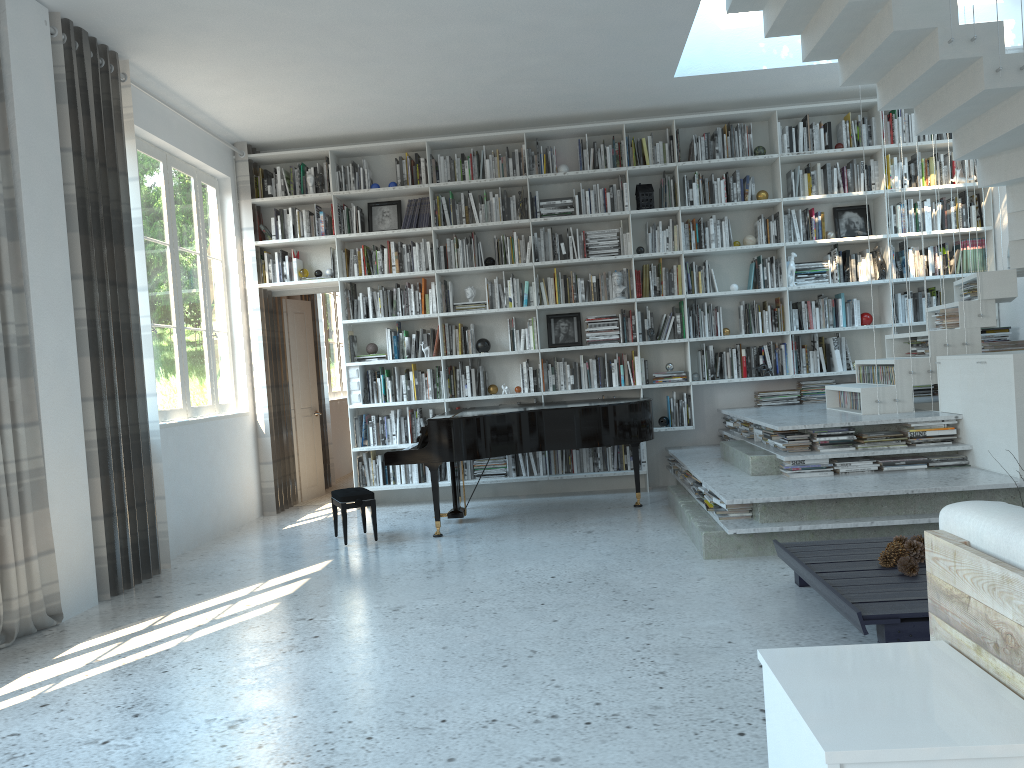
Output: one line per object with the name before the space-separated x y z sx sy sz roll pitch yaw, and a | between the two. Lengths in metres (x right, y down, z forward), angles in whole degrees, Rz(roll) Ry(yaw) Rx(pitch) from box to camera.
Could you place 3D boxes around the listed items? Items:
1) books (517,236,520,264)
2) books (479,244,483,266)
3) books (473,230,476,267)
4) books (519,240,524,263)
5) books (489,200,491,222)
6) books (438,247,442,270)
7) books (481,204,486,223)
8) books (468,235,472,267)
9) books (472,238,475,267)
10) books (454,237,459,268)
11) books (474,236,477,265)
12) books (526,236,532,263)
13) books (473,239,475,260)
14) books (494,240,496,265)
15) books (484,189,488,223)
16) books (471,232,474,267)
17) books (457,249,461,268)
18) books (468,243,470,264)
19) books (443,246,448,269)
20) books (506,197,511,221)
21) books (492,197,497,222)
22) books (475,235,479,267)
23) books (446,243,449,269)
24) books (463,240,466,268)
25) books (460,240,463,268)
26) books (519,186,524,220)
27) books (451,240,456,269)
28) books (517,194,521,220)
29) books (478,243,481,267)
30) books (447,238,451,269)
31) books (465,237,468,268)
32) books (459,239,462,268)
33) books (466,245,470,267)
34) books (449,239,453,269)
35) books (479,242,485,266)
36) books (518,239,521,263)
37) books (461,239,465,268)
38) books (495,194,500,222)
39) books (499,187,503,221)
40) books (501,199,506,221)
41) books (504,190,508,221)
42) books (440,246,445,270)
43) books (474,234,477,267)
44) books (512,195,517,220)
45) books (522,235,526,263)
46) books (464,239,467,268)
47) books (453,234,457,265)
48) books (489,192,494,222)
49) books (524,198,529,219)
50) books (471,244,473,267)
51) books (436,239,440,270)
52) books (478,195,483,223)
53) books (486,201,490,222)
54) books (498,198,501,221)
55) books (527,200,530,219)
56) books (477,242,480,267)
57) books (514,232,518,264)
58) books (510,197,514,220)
books | 0.057 -1.153 7.722 0.010 0.257 0.140 -4 1 4
books | -0.269 -1.107 7.755 0.004 0.209 0.132 -4 1 4
books | -0.318 -1.164 7.753 0.005 0.331 0.161 -4 1 4
books | 0.087 -1.135 7.725 0.024 0.216 0.142 -4 1 4
books | -0.184 -1.479 7.723 0.010 0.208 0.173 -4 1 4
books | -0.623 -1.081 7.762 0.015 0.208 0.186 -4 1 4
books | -0.238 -1.461 7.728 0.028 0.180 0.168 -4 1 4
books | -0.357 -1.141 7.740 0.011 0.291 0.176 -4 1 4
books | -0.329 -1.128 7.745 0.010 0.262 0.158 -4 1 4
books | -0.478 -1.129 7.743 0.010 0.283 0.183 -4 1 4
books | -0.307 -1.141 7.749 0.004 0.284 0.166 -4 1 4
books | 0.150 -1.149 7.689 0.064 0.237 0.208 -4 1 4
books | -0.323 -1.156 7.756 0.005 0.316 0.157 -4 1 4
books | -0.143 -1.139 7.744 0.005 0.254 0.161 -4 1 4
books | -0.223 -1.527 7.725 0.012 0.308 0.145 -4 1 4
books | -0.338 -1.158 7.752 0.004 0.321 0.153 -4 1 4
books | -0.454 -1.082 7.760 0.029 0.187 0.149 -4 1 4
books | -0.364 -1.109 7.762 0.011 0.226 0.129 -4 1 4
books | -0.573 -1.090 7.782 0.024 0.219 0.140 -4 1 4
books | -0.021 -1.495 7.709 0.030 0.218 0.182 -4 1 4
books | -0.144 -1.491 7.709 0.021 0.226 0.191 -4 1 4
books | -0.301 -1.143 7.730 0.011 0.287 0.188 -4 1 4
books | -0.557 -1.102 7.767 0.012 0.240 0.134 -4 1 4
books | -0.407 -1.120 7.756 0.011 0.256 0.152 -4 1 4
books | -0.430 -1.116 7.735 0.012 0.251 0.184 -4 1 4
books | 0.080 -1.545 7.700 0.058 0.302 0.175 -4 1 4
books | -0.504 -1.117 7.754 0.024 0.262 0.177 -4 1 4
books | 0.066 -1.524 7.702 0.055 0.264 0.166 -4 1 4
books | -0.277 -1.110 7.757 0.012 0.218 0.151 -4 1 4
books | -0.540 -1.123 7.759 0.026 0.279 0.151 -4 1 4
books | -0.389 -1.133 7.745 0.011 0.279 0.169 -4 1 4
books | -0.441 -1.121 7.733 0.009 0.263 0.189 -4 1 4
books | -0.376 -1.099 7.738 0.011 0.209 0.181 -4 1 4
books | -0.522 -1.122 7.754 0.012 0.276 0.157 -4 1 4
books | -0.254 -1.119 7.746 0.031 0.232 0.147 -4 1 4
books | 0.069 -1.140 7.726 0.011 0.229 0.165 -4 1 4
books | -0.418 -1.122 7.757 0.010 0.262 0.169 -4 1 4
books | -0.120 -1.510 7.726 0.028 0.261 0.135 -4 1 4
books | -0.090 -1.539 7.709 0.011 0.313 0.183 -4 1 4
books | -0.068 -1.490 7.730 0.024 0.213 0.150 -4 1 4
books | -0.047 -1.530 7.729 0.022 0.290 0.146 -4 1 4
books | -0.600 -1.091 7.785 0.029 0.225 0.136 -4 1 4
books | -0.313 -1.152 7.752 0.005 0.305 0.162 -4 1 4
books | 0.029 -1.509 7.724 0.025 0.237 0.153 -4 1 4
books | 0.108 -1.157 7.713 0.022 0.257 0.155 -4 1 4
books | -0.398 -1.123 7.740 0.009 0.261 0.180 -4 1 4
books | -0.488 -1.145 7.765 0.011 0.317 0.154 -4 1 4
books | -0.168 -1.520 7.734 0.026 0.286 0.137 -4 1 4
books | 0.127 -1.503 7.723 0.028 0.212 0.134 -4 1 4
books | -0.341 -1.106 7.766 0.012 0.217 0.133 -4 1 4
books | -0.637 -1.119 7.779 0.012 0.285 0.159 -4 1 4
books | -0.268 -1.502 7.736 0.027 0.265 0.168 -4 1 4
books | -0.200 -1.481 7.751 0.024 0.212 0.128 -4 1 4
books | -0.099 -1.497 7.721 0.013 0.231 0.141 -4 1 4
books | 0.152 -1.496 7.728 0.019 0.194 0.098 -4 1 4
books | -0.288 -1.119 7.764 0.009 0.237 0.134 -4 1 4
books | 0.040 -1.166 7.716 0.022 0.285 0.190 -4 1 4
books | 0.005 -1.500 7.710 0.022 0.222 0.161 -4 1 4
